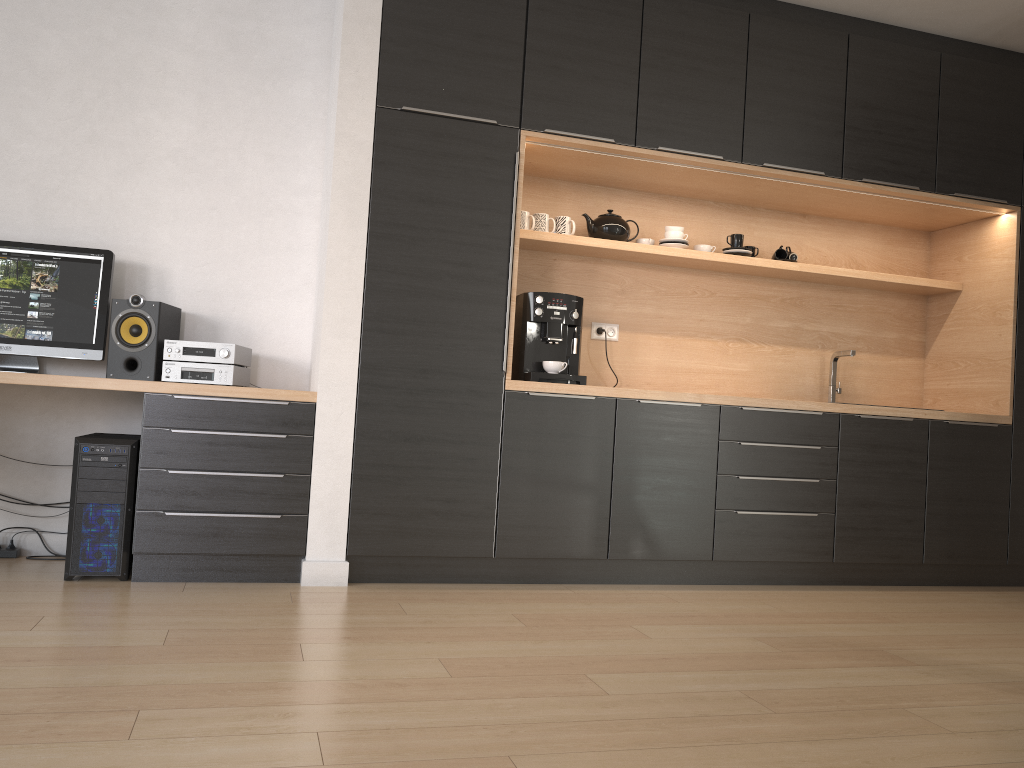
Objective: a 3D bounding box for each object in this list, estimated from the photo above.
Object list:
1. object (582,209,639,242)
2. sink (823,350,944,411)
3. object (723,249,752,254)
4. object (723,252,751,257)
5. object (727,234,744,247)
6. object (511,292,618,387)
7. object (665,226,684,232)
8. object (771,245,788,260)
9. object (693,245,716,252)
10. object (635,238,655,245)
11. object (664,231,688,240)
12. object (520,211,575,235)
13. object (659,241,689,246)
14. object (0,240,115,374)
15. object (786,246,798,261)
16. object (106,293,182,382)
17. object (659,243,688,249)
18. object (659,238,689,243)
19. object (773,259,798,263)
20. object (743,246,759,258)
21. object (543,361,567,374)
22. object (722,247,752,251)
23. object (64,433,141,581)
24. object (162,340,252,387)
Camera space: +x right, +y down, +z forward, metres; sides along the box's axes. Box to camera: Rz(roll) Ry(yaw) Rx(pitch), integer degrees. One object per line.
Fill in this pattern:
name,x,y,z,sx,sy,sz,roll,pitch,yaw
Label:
object,0.476,-0.758,4.296,0.240,0.171,0.213,3,-2,20
sink,1.748,0.086,4.492,0.626,0.518,0.512,4,-2,-16
object,1.135,-0.652,4.468,0.145,0.025,0.145,4,-2,-3
object,1.131,-0.640,4.469,0.145,0.025,0.145,4,-2,-3
object,1.129,-0.706,4.469,0.066,0.092,0.084,2,-3,43
object,0.295,-0.182,4.074,0.618,0.398,0.584,4,-2,-16
object,0.796,-0.747,4.353,0.095,0.075,0.098,4,-2,-5
object,1.373,-0.665,4.570,0.066,0.093,0.100,4,-2,-1
object,0.971,-0.673,4.514,0.095,0.057,0.099,4,-2,-18
object,0.662,-0.686,4.409,0.099,0.057,0.095,2,-2,31
object,0.796,-0.713,4.355,0.099,0.057,0.095,5,-3,-44
object,0.144,-0.748,4.194,0.297,0.105,0.112,4,-2,-14
object,0.794,-0.675,4.352,0.145,0.025,0.145,5,-2,-30
object,-2.013,-0.308,3.596,0.716,0.535,0.190,4,-2,-11
object,1.436,-0.667,4.581,0.066,0.093,0.100,4,-2,-6
object,-1.530,-0.185,3.693,0.198,0.354,0.249,3,-2,-1
object,0.791,-0.664,4.350,0.145,0.025,0.145,5,-2,-30
object,0.793,-0.689,4.351,0.145,0.025,0.145,5,-2,-30
object,1.396,-0.620,4.572,0.145,0.025,0.145,4,-2,-14
object,1.226,-0.663,4.583,0.066,0.092,0.084,4,-2,-10
object,0.179,-0.067,3.829,0.095,0.057,0.099,4,-2,-13
object,1.133,-0.664,4.470,0.145,0.025,0.145,4,-2,-3
object,-1.579,0.469,3.484,0.215,0.527,0.474,4,-2,-16
object,-1.270,-0.080,3.705,0.285,0.174,0.270,3,-2,-1
